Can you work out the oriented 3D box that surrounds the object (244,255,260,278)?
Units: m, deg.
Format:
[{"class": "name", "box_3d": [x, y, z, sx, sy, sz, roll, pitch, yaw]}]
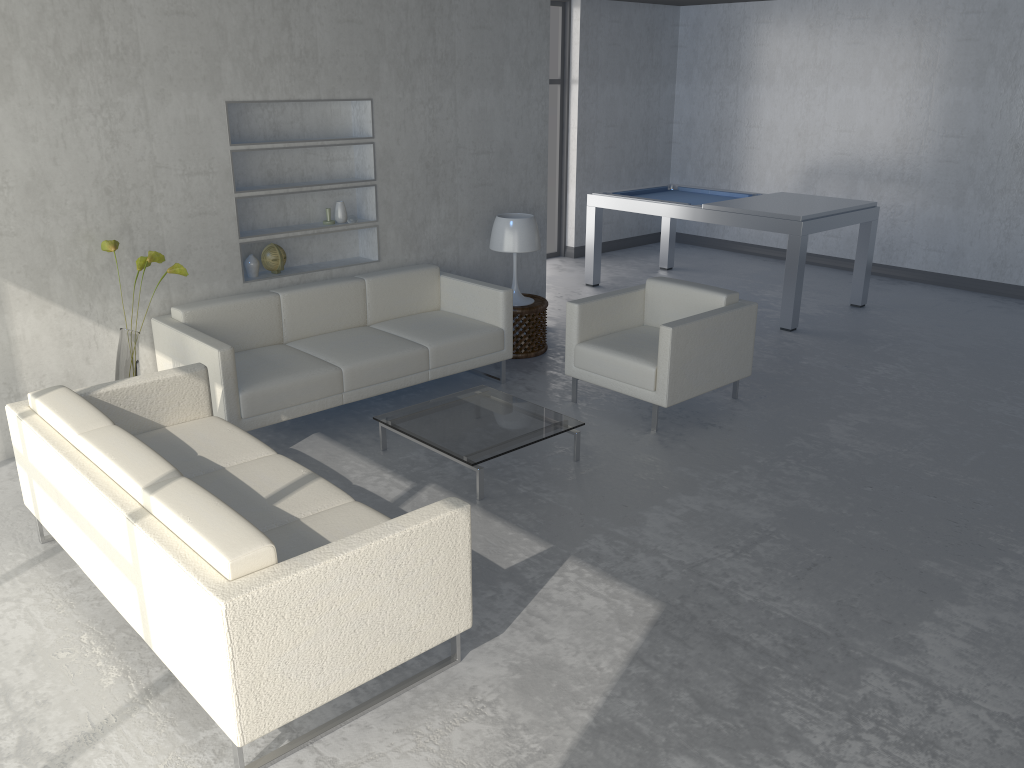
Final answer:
[{"class": "object", "box_3d": [-1.516, -0.690, 5.174, 0.086, 0.128, 0.086, -11, 22, -30]}]

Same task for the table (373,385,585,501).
[{"class": "table", "box_3d": [-0.167, 0.268, 4.436, 0.730, 0.190, 0.773, -17, 25, -40]}]

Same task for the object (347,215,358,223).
[{"class": "object", "box_3d": [-0.987, -1.022, 5.485, 0.064, 0.050, 0.064, -14, 24, -35]}]

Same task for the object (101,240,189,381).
[{"class": "object", "box_3d": [-1.769, -0.170, 4.380, 0.400, 1.051, 0.387, -5, 20, -14]}]

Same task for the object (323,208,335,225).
[{"class": "object", "box_3d": [-1.125, -1.029, 5.437, 0.074, 0.094, 0.074, 4, 20, 11]}]

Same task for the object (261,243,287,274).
[{"class": "object", "box_3d": [-1.389, -0.741, 5.243, 0.088, 0.179, 0.163, 14, 24, 35]}]

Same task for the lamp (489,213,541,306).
[{"class": "lamp", "box_3d": [0.022, -0.839, 5.967, 0.347, 0.582, 0.347, 5, 20, 15]}]

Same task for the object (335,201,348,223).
[{"class": "object", "box_3d": [-1.059, -1.064, 5.481, 0.079, 0.130, 0.079, -18, 26, -42]}]

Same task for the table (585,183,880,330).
[{"class": "table", "box_3d": [1.803, -1.185, 7.574, 1.180, 0.835, 2.095, -17, 25, -40]}]

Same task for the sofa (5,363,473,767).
[{"class": "sofa", "box_3d": [-1.046, 0.463, 3.160, 0.821, 0.658, 1.881, -17, 25, -40]}]

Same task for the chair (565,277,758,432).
[{"class": "chair", "box_3d": [0.844, -0.214, 5.109, 0.821, 0.662, 0.748, -17, 25, -40]}]

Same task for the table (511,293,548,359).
[{"class": "table", "box_3d": [0.022, -0.404, 6.120, 0.452, 0.358, 0.452, 8, 21, 21]}]

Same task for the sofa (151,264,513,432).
[{"class": "sofa", "box_3d": [-0.947, -0.214, 5.099, 1.881, 0.658, 0.821, -17, 25, -40]}]
